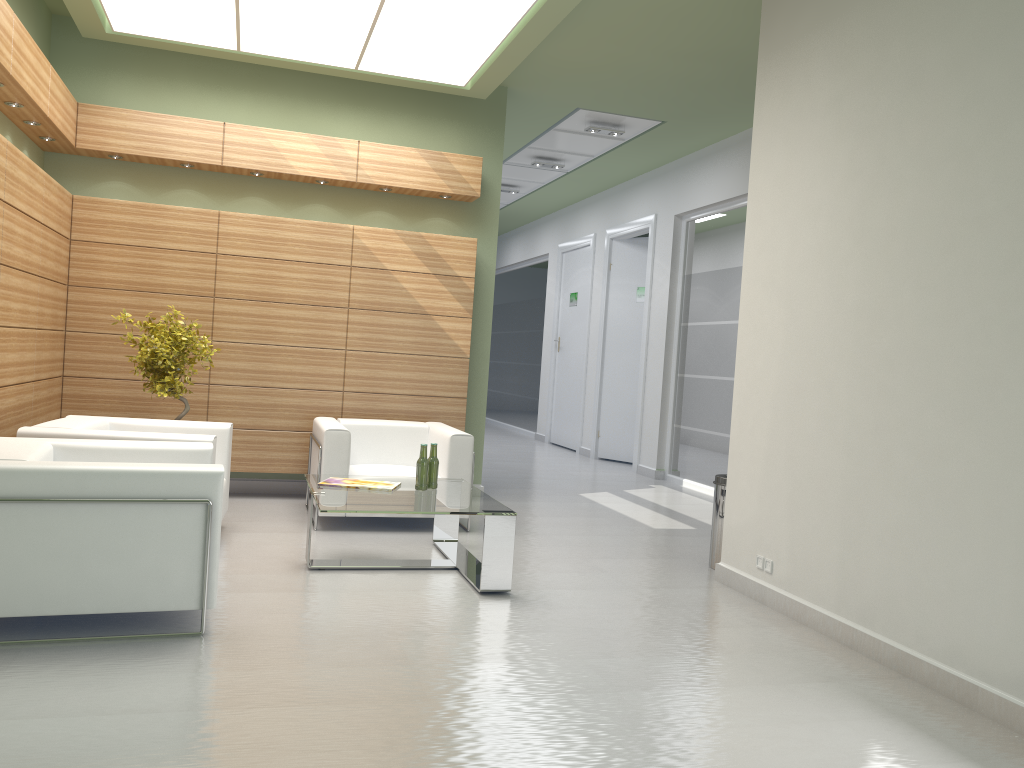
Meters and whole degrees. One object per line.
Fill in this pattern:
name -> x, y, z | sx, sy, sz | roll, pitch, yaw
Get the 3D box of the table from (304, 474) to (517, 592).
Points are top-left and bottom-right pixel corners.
table -> -1.141, 1.455, 8.938 | 1.783, 0.742, 2.197 | 3, 2, -17

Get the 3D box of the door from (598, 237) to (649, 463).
door -> 2.947, -0.755, 19.910 | 2.089, 5.083, 0.134 | 5, 2, 43

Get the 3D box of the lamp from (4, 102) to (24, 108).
lamp -> -5.277, -2.986, 9.399 | 0.181, 0.074, 0.181 | 3, 2, -34

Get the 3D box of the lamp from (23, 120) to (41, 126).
lamp -> -5.510, -3.022, 10.184 | 0.181, 0.074, 0.181 | 2, 2, -45

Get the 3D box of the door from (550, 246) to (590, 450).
door -> 1.474, -0.927, 22.812 | 0.250, 5.083, 2.089 | 3, 2, -17

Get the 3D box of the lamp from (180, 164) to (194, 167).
lamp -> -4.413, -2.995, 12.053 | 0.181, 0.074, 0.181 | 3, 2, -22

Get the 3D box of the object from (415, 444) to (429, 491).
object -> -0.918, 0.854, 9.112 | 0.131, 0.475, 0.131 | 5, 2, 38

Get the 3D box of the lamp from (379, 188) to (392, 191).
lamp -> -1.827, -2.840, 12.830 | 0.181, 0.074, 0.181 | 5, 2, 34

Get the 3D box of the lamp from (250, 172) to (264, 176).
lamp -> -3.543, -2.943, 12.314 | 0.181, 0.074, 0.181 | 5, 2, 34

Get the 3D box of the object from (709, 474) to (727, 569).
object -> 2.461, 1.549, 9.909 | 0.482, 1.027, 0.483 | 5, 2, 44

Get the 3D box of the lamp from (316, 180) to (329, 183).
lamp -> -2.691, -2.892, 12.570 | 0.181, 0.074, 0.181 | 3, 2, -22

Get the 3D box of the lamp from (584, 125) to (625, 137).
lamp -> 1.618, -4.458, 15.476 | 0.657, 0.159, 0.286 | 3, 2, -17

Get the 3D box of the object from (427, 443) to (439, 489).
object -> -0.829, 0.856, 9.265 | 0.131, 0.475, 0.131 | 5, 2, 38

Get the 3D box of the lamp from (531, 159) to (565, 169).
lamp -> 0.748, -4.590, 18.399 | 0.657, 0.159, 0.286 | 3, 2, -17

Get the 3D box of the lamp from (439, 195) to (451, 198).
lamp -> -0.981, -2.789, 13.084 | 0.181, 0.074, 0.181 | 3, 2, -22

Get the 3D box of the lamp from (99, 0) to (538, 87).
lamp -> -2.118, -4.364, 9.407 | 4.571, 0.325, 5.060 | 3, 2, -17

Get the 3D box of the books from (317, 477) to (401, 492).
books -> -1.567, 1.034, 9.159 | 0.762, 0.025, 0.508 | 4, 1, 3

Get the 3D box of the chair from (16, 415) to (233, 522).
chair -> -3.930, 1.038, 9.264 | 1.769, 1.234, 1.894 | 4, 1, -12

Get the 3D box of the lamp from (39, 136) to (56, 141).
lamp -> -5.741, -3.057, 10.958 | 0.181, 0.074, 0.181 | 3, 2, -34

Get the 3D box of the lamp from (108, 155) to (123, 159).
lamp -> -5.272, -3.047, 11.795 | 0.181, 0.074, 0.181 | 3, 2, -22

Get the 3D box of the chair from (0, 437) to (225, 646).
chair -> -3.283, 1.138, 7.033 | 1.802, 1.234, 1.894 | 3, 2, -22

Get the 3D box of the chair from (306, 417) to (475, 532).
chair -> -1.612, 1.139, 11.465 | 1.894, 1.234, 1.802 | 3, 2, -17

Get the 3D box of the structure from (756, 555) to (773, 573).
structure -> 2.421, 1.725, 8.511 | 0.017, 0.118, 0.262 | 3, 2, -17

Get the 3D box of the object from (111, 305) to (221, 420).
object -> -4.310, 0.297, 10.824 | 1.116, 2.565, 1.201 | 5, 2, 41

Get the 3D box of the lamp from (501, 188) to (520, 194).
lamp -> -0.161, -4.729, 21.451 | 0.657, 0.159, 0.286 | 3, 2, -17

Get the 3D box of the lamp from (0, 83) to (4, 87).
lamp -> -5.049, -2.952, 8.634 | 0.181, 0.074, 0.181 | 3, 2, -34
